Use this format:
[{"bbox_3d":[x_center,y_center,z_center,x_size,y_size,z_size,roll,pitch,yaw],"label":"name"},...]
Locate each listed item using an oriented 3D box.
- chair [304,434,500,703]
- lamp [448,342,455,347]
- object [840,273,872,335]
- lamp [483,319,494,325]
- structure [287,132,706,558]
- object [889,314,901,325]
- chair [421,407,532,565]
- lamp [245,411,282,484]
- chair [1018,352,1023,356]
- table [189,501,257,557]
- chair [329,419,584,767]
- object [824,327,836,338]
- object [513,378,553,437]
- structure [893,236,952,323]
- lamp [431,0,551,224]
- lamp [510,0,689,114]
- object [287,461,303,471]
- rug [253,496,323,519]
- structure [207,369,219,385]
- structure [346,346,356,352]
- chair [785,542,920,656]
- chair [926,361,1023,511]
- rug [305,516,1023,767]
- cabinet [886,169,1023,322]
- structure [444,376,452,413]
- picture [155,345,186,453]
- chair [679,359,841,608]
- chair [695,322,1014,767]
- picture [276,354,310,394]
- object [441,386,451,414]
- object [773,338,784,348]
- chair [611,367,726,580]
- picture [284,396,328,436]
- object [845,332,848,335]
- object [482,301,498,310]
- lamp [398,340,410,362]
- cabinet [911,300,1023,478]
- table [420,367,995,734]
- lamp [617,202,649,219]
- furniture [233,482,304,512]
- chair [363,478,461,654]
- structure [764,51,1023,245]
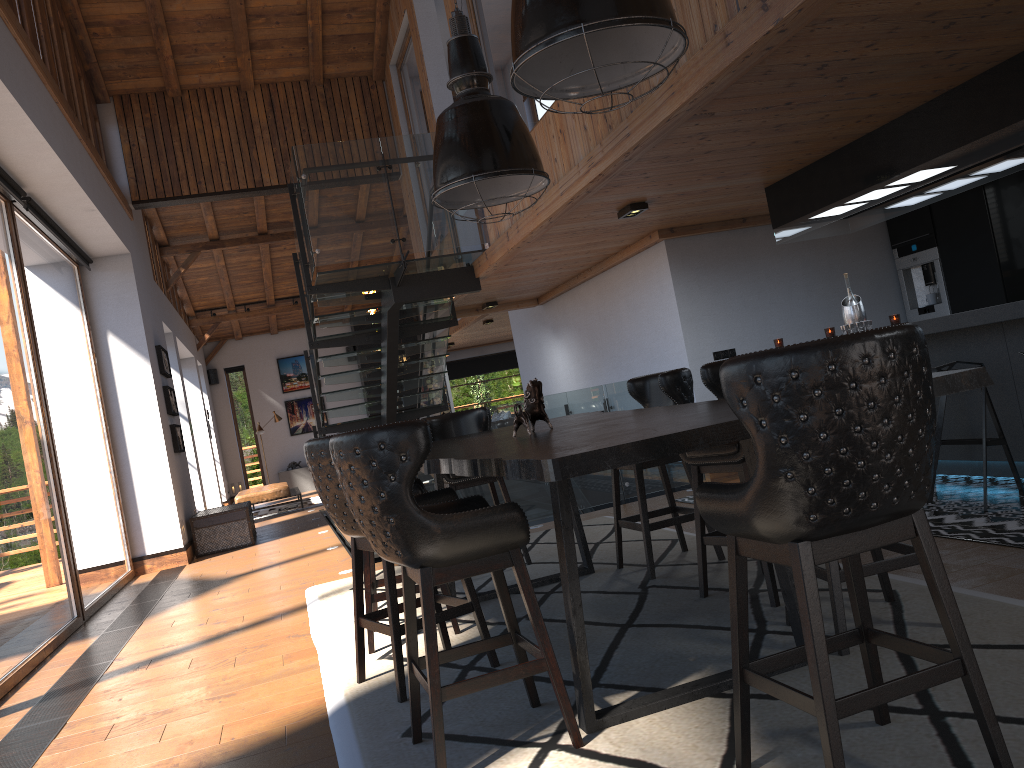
[{"bbox_3d":[-0.495,0.719,3.728,0.575,1.092,0.498,-10,-2,-32],"label":"chair"},{"bbox_3d":[-1.418,-0.913,20.397,0.156,0.068,0.259,-11,-1,-16],"label":"lamp"},{"bbox_3d":[2.529,-0.601,6.598,0.227,0.452,0.223,-10,-2,-16],"label":"object"},{"bbox_3d":[-0.453,-1.174,16.762,0.156,0.068,0.259,-11,-1,-16],"label":"lamp"},{"bbox_3d":[-2.838,1.439,8.647,9.276,6.400,10.946,-11,-1,-16],"label":"structure"},{"bbox_3d":[2.830,-0.471,6.547,0.078,0.081,0.080,-12,-2,39],"label":"object"},{"bbox_3d":[-0.278,0.724,5.984,0.508,1.092,0.564,-10,-2,-17],"label":"chair"},{"bbox_3d":[-5.258,1.552,19.041,0.526,1.899,1.325,-11,-2,5],"label":"lamp"},{"bbox_3d":[2.967,0.198,4.539,0.473,0.839,0.534,-10,-2,-19],"label":"chair"},{"bbox_3d":[-3.594,1.793,11.098,0.689,0.470,1.245,-11,-1,-16],"label":"table"},{"bbox_3d":[-0.202,0.644,2.820,0.572,1.092,0.500,-10,-2,-17],"label":"chair"},{"bbox_3d":[2.450,-0.392,6.824,0.078,0.081,0.080,-12,-2,39],"label":"object"},{"bbox_3d":[0.071,0.105,4.020,0.114,0.253,0.223,-12,-2,37],"label":"object"},{"bbox_3d":[4.040,-0.915,8.618,0.257,0.945,0.593,-10,-2,-16],"label":"structure"},{"bbox_3d":[-0.523,-3.151,4.637,0.614,4.686,0.628,-12,-2,29],"label":"lamp"},{"bbox_3d":[-0.117,-3.261,3.113,0.614,4.686,0.628,-12,-2,29],"label":"lamp"},{"bbox_3d":[-4.914,1.835,20.024,0.401,0.183,0.229,-12,-2,28],"label":"object"},{"bbox_3d":[-3.101,2.012,16.130,3.834,0.053,2.414,-11,-1,-16],"label":"rug"},{"bbox_3d":[-6.703,-0.160,19.876,0.215,0.349,0.212,-10,-2,-16],"label":"structure"},{"bbox_3d":[-3.762,-0.708,20.770,0.215,0.349,0.212,-10,-2,-16],"label":"structure"},{"bbox_3d":[1.276,0.380,3.322,0.570,1.092,0.502,-11,-2,-7],"label":"chair"},{"bbox_3d":[2.708,0.261,5.198,0.471,0.839,0.536,-11,-2,-10],"label":"chair"},{"bbox_3d":[0.334,1.130,4.394,2.570,0.047,5.590,-11,-1,-16],"label":"rug"},{"bbox_3d":[4.995,-0.948,5.888,0.547,2.381,6.383,-10,-1,-15],"label":"cabinet"},{"bbox_3d":[-1.737,0.546,21.063,0.505,2.617,0.508,-10,-2,-16],"label":"structure"},{"bbox_3d":[-4.242,0.204,11.020,0.059,1.312,0.768,-10,-2,-15],"label":"picture"},{"bbox_3d":[1.127,0.415,4.126,0.575,1.092,0.498,-10,-2,-32],"label":"chair"},{"bbox_3d":[0.800,0.437,2.145,0.508,1.092,0.564,-10,-2,-17],"label":"chair"},{"bbox_3d":[-4.920,-0.254,20.479,0.886,0.816,0.035,-10,-2,-17],"label":"picture"},{"bbox_3d":[-1.744,0.555,21.070,0.497,2.612,0.463,-10,-2,-16],"label":"object"},{"bbox_3d":[2.245,-0.340,7.456,0.078,0.081,0.080,-11,-2,19],"label":"object"},{"bbox_3d":[0.834,0.490,5.034,0.572,1.092,0.500,-10,-2,-17],"label":"chair"},{"bbox_3d":[-4.733,0.723,20.450,0.886,0.816,0.035,-10,-2,-17],"label":"picture"},{"bbox_3d":[2.684,-0.432,7.095,0.078,0.081,0.080,-12,-2,39],"label":"object"},{"bbox_3d":[-0.286,-1.009,11.331,0.156,0.068,0.259,-11,-1,-16],"label":"object"},{"bbox_3d":[-2.497,-1.317,18.291,0.264,2.202,0.794,-10,-2,-25],"label":"lamp"},{"bbox_3d":[3.154,0.047,5.406,0.895,1.104,4.766,-10,-1,-15],"label":"cabinet"},{"bbox_3d":[0.273,0.672,4.080,1.439,0.950,3.769,-11,-1,-16],"label":"table"},{"bbox_3d":[0.923,-1.335,6.792,0.156,0.068,0.259,-11,-1,-16],"label":"lamp"},{"bbox_3d":[-4.417,2.066,15.953,1.184,0.437,2.739,-11,-1,-16],"label":"furniture"},{"bbox_3d":[-0.641,0.774,4.531,0.570,1.092,0.502,-11,-2,-7],"label":"chair"},{"bbox_3d":[2.813,-1.517,5.635,0.716,0.476,3.227,-11,-1,-15],"label":"structure"}]
